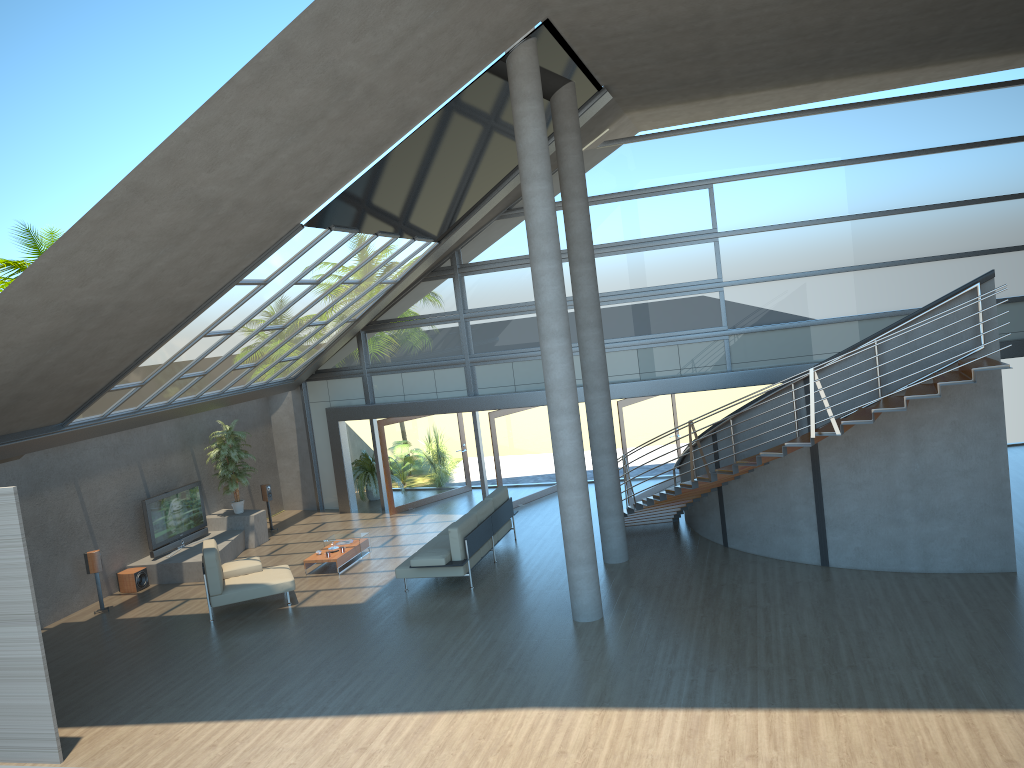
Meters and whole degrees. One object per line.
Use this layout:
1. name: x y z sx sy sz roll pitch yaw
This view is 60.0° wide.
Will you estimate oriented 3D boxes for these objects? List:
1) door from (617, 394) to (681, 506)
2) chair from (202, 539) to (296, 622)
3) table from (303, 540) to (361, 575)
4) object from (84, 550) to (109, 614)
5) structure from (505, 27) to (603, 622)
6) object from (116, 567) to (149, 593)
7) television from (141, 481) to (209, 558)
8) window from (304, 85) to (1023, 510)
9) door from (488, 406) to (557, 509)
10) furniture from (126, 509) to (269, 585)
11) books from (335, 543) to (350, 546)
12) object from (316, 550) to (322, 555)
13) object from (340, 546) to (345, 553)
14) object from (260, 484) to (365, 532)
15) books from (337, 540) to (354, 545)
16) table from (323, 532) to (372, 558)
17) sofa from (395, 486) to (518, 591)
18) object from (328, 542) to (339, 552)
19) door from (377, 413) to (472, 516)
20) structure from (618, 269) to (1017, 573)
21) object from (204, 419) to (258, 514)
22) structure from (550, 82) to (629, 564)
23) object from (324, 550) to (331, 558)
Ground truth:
1. door: 2.721 1.135 17.219 0.200 1.977 2.298 -3 6 37
2. chair: -3.931 2.773 13.185 1.244 1.023 1.217 -9 5 -19
3. table: -2.927 2.891 14.893 0.600 0.250 1.200 -6 5 16
4. object: -6.418 3.058 13.710 0.234 0.959 0.171 -9 5 -19
5. structure: 0.505 -0.654 10.657 0.381 7.125 0.382 -6 5 16
6. object: -6.352 3.277 14.816 0.425 0.323 0.362 -6 5 16
7. television: -6.010 2.424 15.904 0.396 1.063 1.568 -6 5 16
8. window: 3.245 -1.246 16.842 16.616 6.630 1.098 -6 5 14
9. door: 0.386 1.361 17.942 0.200 1.977 2.298 -3 6 39
10. furniture: -5.423 2.908 16.280 1.577 0.610 2.936 -6 5 16
11. books: -2.893 2.732 15.205 0.275 0.005 0.189 -7 5 -4
12. object: -3.190 2.775 14.645 0.102 0.086 0.100 -5 5 20
13. object: -2.786 2.721 14.603 0.070 0.101 0.085 -3 6 44
14. object: -7.169 2.959 16.170 7.863 0.982 21.345 -5 5 19
15. books: -2.863 2.721 15.249 0.275 0.005 0.189 -7 5 -1
16. table: -2.828 2.793 15.272 0.680 0.342 0.400 -6 5 16
17. sofa: -0.835 2.379 13.974 1.166 0.947 3.079 -6 5 15
18. object: -2.967 2.703 14.718 0.178 0.161 0.178 -10 6 -33
19. door: -1.819 1.552 18.882 0.200 1.977 2.298 -2 7 45
20. structure: 3.332 0.646 12.080 2.349 3.653 6.809 -10 6 -36
21. object: -5.416 1.586 17.135 0.932 1.857 0.895 -9 5 -25
22. structure: 1.115 -0.913 12.886 0.381 7.125 0.382 -10 5 -30
23. object: -2.995 2.763 14.406 0.085 0.101 0.070 -6 5 14
